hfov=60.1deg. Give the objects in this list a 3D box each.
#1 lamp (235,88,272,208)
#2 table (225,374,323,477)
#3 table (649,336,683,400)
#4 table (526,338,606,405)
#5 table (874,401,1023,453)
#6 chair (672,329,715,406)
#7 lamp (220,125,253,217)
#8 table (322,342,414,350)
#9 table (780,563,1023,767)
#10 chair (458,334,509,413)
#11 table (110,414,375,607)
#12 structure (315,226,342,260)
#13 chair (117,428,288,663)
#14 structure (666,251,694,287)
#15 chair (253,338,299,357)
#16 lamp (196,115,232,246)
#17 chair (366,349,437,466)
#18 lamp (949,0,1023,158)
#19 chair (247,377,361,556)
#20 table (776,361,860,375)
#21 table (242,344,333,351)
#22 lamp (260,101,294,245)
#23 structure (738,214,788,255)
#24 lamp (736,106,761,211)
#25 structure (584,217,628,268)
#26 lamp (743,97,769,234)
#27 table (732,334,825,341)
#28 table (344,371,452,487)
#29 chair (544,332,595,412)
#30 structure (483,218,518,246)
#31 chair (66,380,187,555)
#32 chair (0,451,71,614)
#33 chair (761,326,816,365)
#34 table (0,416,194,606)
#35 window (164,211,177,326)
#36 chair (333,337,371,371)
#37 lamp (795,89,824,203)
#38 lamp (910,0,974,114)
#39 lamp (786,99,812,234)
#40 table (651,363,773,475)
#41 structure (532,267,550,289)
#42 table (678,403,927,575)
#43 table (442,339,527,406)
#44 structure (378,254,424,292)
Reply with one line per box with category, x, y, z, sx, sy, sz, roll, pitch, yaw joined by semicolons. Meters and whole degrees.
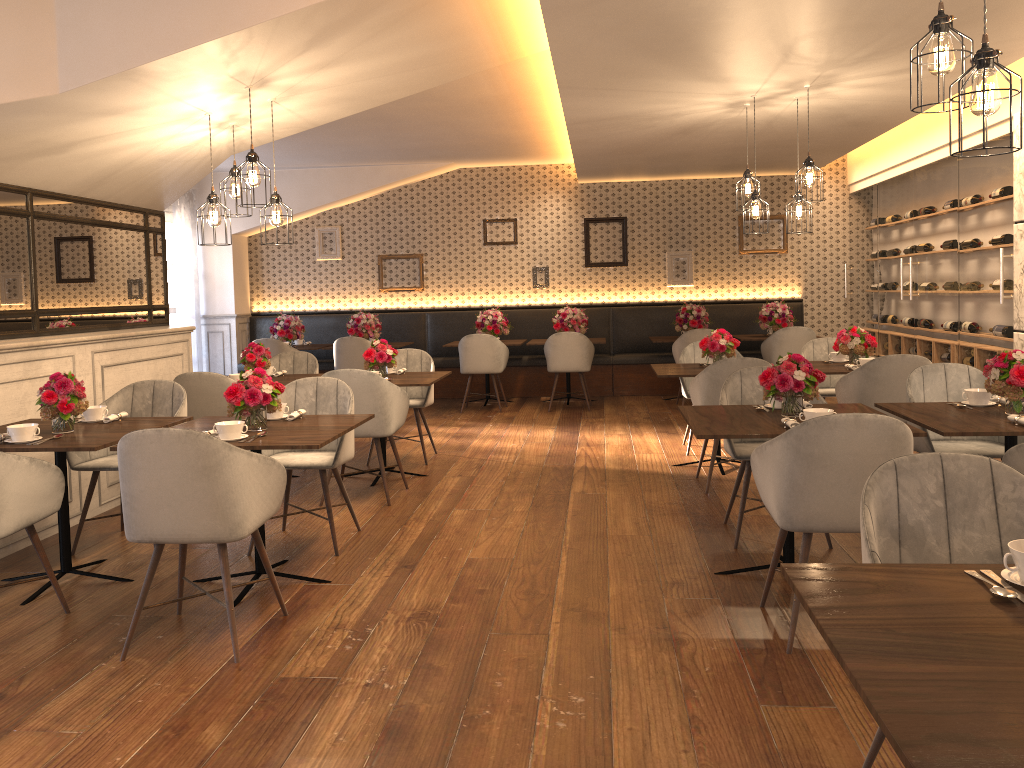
lamp;-1.448;-2.009;4.827;0.175;2.065;0.175;-1;3;7
table;-1.898;0.332;6.511;0.896;0.719;0.900;-1;5;6
table;2.069;-0.174;10.273;0.896;0.719;0.900;-1;5;6
table;0.660;-0.150;10.417;0.896;0.719;0.900;-1;5;6
table;2.203;0.494;3.908;0.896;0.719;0.900;-1;5;6
chair;2.038;-0.178;9.599;0.565;0.870;0.528;-1;4;6
lamp;-1.718;-2.061;5.387;0.175;2.065;0.175;-1;3;7
table;-1.702;-0.110;10.657;0.896;0.719;0.900;-1;5;6
table;0.991;0.787;1.444;0.896;0.719;0.900;-1;5;6
chair;-0.325;-0.138;9.839;0.565;0.870;0.528;-1;4;6
table;-1.176;0.566;4.104;0.896;0.719;0.900;-1;5;6
structure;-2.399;-1.840;11.567;0.340;0.439;0.035;-1;3;6
chair;-1.207;0.563;3.430;0.565;0.870;0.528;-1;4;6
structure;2.113;-1.447;11.132;0.340;0.439;0.035;-1;3;6
chair;-2.687;-0.098;10.079;0.565;0.870;0.528;-1;4;6
lamp;-1.745;-1.833;5.070;0.175;2.065;0.175;-1;3;7
chair;-0.873;0.170;7.063;0.565;0.870;0.528;-1;4;6
lamp;1.337;-1.697;2.505;0.175;2.065;0.175;-1;3;7
chair;-1.106;0.420;4.753;0.565;0.870;0.528;-1;4;6
table;2.451;0.227;6.371;0.896;0.719;0.900;-1;5;6
table;-2.657;-0.094;10.754;0.896;0.719;0.900;-1;5;6
lamp;-1.409;-1.852;5.163;0.175;2.065;0.175;-1;3;7
structure;3.122;-1.857;11.009;0.601;0.484;0.032;-1;3;6
lamp;1.743;-2.333;6.591;0.175;2.065;0.175;-1;3;7
structure;1.189;-1.793;11.215;0.544;0.630;0.035;-1;3;6
lamp;1.716;-2.105;6.274;0.175;2.065;0.175;-1;3;7
table;3.023;-0.190;10.176;0.896;0.719;0.900;-1;5;6
table;-0.944;0.316;6.414;0.896;0.719;0.900;-1;5;6
chair;0.629;-0.154;9.742;0.565;0.870;0.528;-1;4;6
structure;-0.149;-1.947;11.345;0.449;0.344;0.016;-1;3;6
chair;-2.060;0.436;4.850;0.565;0.870;0.528;-1;4;6
chair;-2.161;0.579;3.527;0.565;0.870;0.528;-1;4;6
chair;2.992;-0.194;9.502;0.565;0.870;0.528;-1;4;6
table;-2.130;0.582;4.202;0.896;0.719;0.900;-1;5;6
window;-4.281;-0.171;3.975;0.495;2.381;14.581;-1;6;2
chair;-1.733;-0.114;9.982;0.565;0.870;0.528;-1;4;6
lamp;2.014;-2.281;6.031;0.175;2.065;0.175;-1;3;7
lamp;1.364;-1.925;2.822;0.175;2.065;0.175;-1;3;7
lamp;2.052;-2.124;6.367;0.175;2.065;0.175;-1;3;7
table;1.497;0.243;6.468;0.896;0.719;0.900;-1;5;6
structure;0.370;-1.361;11.320;0.216;0.277;0.018;-1;3;6
table;1.249;0.510;4.005;0.896;0.719;0.900;-1;5;6
table;-0.294;-0.134;10.514;0.896;0.719;0.900;-1;5;6
structure;-1.442;-1.441;11.490;0.601;0.484;0.032;-1;3;6
